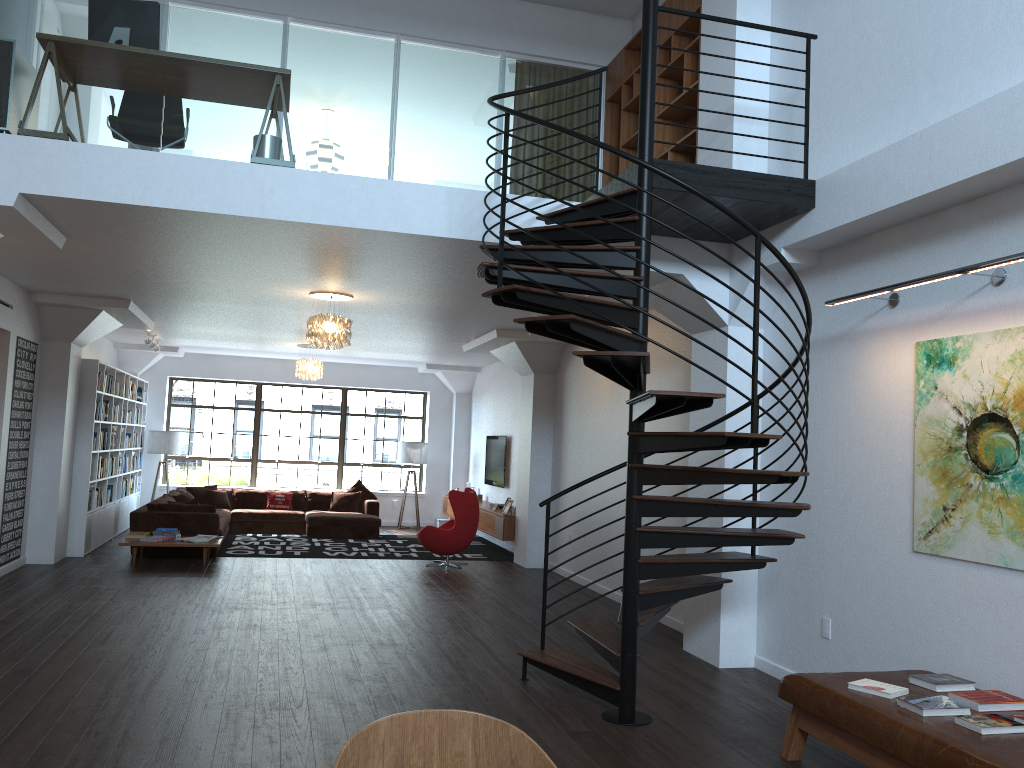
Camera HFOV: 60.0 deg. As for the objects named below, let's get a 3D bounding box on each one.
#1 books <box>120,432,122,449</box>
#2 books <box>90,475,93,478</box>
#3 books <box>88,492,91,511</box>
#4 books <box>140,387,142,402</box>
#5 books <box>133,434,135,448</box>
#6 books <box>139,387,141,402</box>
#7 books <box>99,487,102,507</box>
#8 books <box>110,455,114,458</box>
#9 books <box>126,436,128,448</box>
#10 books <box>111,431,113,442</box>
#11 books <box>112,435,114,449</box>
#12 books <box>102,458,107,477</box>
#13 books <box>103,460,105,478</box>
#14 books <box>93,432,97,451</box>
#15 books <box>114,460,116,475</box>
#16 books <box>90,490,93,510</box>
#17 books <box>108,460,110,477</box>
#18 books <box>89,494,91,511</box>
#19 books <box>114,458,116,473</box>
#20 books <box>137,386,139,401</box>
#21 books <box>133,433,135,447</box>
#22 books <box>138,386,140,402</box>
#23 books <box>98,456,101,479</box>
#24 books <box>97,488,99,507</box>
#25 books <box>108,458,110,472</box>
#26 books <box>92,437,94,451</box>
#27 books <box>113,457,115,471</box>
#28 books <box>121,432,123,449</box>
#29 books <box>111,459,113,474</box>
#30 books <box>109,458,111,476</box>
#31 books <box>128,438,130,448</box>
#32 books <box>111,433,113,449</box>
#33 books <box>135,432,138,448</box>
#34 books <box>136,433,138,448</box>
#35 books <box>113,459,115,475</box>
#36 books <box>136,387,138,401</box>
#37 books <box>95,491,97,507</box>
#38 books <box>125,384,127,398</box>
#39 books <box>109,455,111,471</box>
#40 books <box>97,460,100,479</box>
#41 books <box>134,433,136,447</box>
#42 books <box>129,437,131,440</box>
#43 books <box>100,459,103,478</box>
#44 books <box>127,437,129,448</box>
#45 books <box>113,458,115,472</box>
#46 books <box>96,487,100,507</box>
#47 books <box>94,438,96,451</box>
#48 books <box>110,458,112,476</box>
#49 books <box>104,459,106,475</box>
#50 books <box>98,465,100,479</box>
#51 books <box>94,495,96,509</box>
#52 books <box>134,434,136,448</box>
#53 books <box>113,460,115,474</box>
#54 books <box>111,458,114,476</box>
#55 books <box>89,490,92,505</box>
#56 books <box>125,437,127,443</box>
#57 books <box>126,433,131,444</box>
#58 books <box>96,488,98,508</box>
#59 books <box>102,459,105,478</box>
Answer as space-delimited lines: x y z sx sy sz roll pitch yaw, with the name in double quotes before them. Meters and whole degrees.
"books" -5.829 0.822 13.004 0.174 0.251 0.051 4 -4 -15
"books" -5.364 1.148 11.043 0.197 0.033 0.284 6 -5 -40
"books" -5.342 1.458 11.012 0.174 0.240 0.054 4 -4 -15
"books" -6.245 0.172 14.695 0.183 0.253 0.042 4 -4 -15
"books" -6.165 0.913 14.272 0.161 0.223 0.032 4 -4 -15
"books" -6.234 0.169 14.653 0.183 0.253 0.042 4 -4 -15
"books" -5.552 1.497 11.775 0.183 0.253 0.042 4 -4 -15
"books" -5.725 1.145 12.512 0.176 0.290 0.036 4 -4 -15
"books" -5.993 0.892 13.649 0.139 0.191 0.036 4 -4 -15
"books" -5.665 0.781 12.357 0.183 0.253 0.042 4 -4 -15
"books" -5.687 0.812 12.475 0.161 0.207 0.135 4 -4 -15
"books" -5.584 1.131 11.993 0.183 0.253 0.034 4 -4 -15
"books" -5.549 1.124 11.862 0.183 0.253 0.034 4 -4 -15
"books" -5.353 0.726 11.258 0.140 0.231 0.042 4 -4 -15
"books" -5.777 1.192 12.724 0.161 0.223 0.026 4 -4 -15
"books" -5.401 1.463 11.198 0.180 0.251 0.048 4 -4 -15
"books" -5.634 1.161 12.212 0.161 0.223 0.026 4 -4 -15
"books" -5.357 1.471 11.085 0.161 0.223 0.032 4 -4 -15
"books" -5.778 1.181 12.688 0.174 0.240 0.045 4 -4 -15
"books" -6.171 0.154 14.399 0.183 0.253 0.042 4 -4 -15
"books" -6.150 0.900 14.199 0.174 0.240 0.054 4 -4 -15
"books" -6.205 0.161 14.525 0.183 0.253 0.042 4 -4 -15
"books" -5.493 1.091 11.628 0.176 0.290 0.053 4 -4 -15
"books" -5.510 1.491 11.615 0.171 0.246 0.039 4 -4 -15
"books" -5.629 1.145 12.187 0.160 0.250 0.026 4 -4 -15
"books" -5.314 0.743 11.101 0.128 0.178 0.022 4 -4 -15
"books" -5.736 1.163 12.558 0.180 0.259 0.060 4 -4 -15
"books" -5.880 0.835 13.170 0.171 0.246 0.036 4 -4 -15
"books" -5.708 1.166 12.438 0.174 0.240 0.045 4 -4 -15
"books" -5.663 1.150 12.290 0.183 0.253 0.034 4 -4 -15
"books" -6.038 0.923 13.849 0.110 0.153 0.019 4 -4 -15
"books" -5.642 0.794 12.325 0.161 0.223 0.032 4 -4 -15
"books" -6.246 0.914 14.536 0.183 0.253 0.042 4 -4 -15
"books" -6.271 0.928 14.622 0.174 0.236 0.142 4 -4 -15
"books" -5.767 1.172 12.650 0.183 0.253 0.034 4 -4 -15
"books" -6.122 0.163 14.289 0.161 0.223 0.032 4 -4 -15
"books" -5.472 1.494 11.478 0.161 0.223 0.033 4 -4 -15
"books" -5.842 0.100 13.226 0.161 0.223 0.032 4 -4 -15
"books" -5.651 1.129 12.250 0.176 0.290 0.053 4 -4 -15
"books" -5.470 1.108 11.547 0.171 0.246 0.057 4 -4 -15
"books" -6.204 0.908 14.377 0.171 0.246 0.039 4 -4 -15
"books" -6.057 0.922 13.936 0.107 0.167 0.017 4 -4 -15
"books" -5.521 1.120 11.750 0.171 0.246 0.057 4 -4 -15
"books" -6.016 0.904 13.741 0.128 0.178 0.022 4 -4 -15
"books" -5.744 1.170 12.599 0.160 0.250 0.026 4 -4 -15
"books" -5.535 1.489 11.691 0.180 0.259 0.042 4 -4 -15
"books" -5.323 0.758 11.203 0.106 0.162 0.032 4 -4 -15
"books" -5.668 1.152 12.323 0.183 0.253 0.034 4 -4 -15
"books" -5.579 1.131 11.964 0.160 0.250 0.026 4 -4 -15
"books" -5.481 1.122 11.587 0.161 0.223 0.027 4 -4 -15
"books" -5.467 1.487 11.435 0.176 0.231 0.053 4 -4 -15
"books" -6.229 0.906 14.452 0.180 0.259 0.042 4 -4 -15
"books" -5.752 1.185 12.623 0.161 0.223 0.027 4 -4 -15
"books" -5.707 1.162 12.479 0.183 0.253 0.034 4 -4 -15
"books" -5.380 1.457 11.118 0.183 0.253 0.042 4 -4 -15
"books" -5.961 0.900 13.580 0.107 0.167 0.016 4 -4 -15
"books" -6.080 0.891 13.967 0.140 0.231 0.042 4 -4 -15
"books" -5.494 1.482 11.544 0.183 0.253 0.042 4 -4 -15
"books" -5.544 1.122 11.829 0.183 0.253 0.034 4 -4 -15
